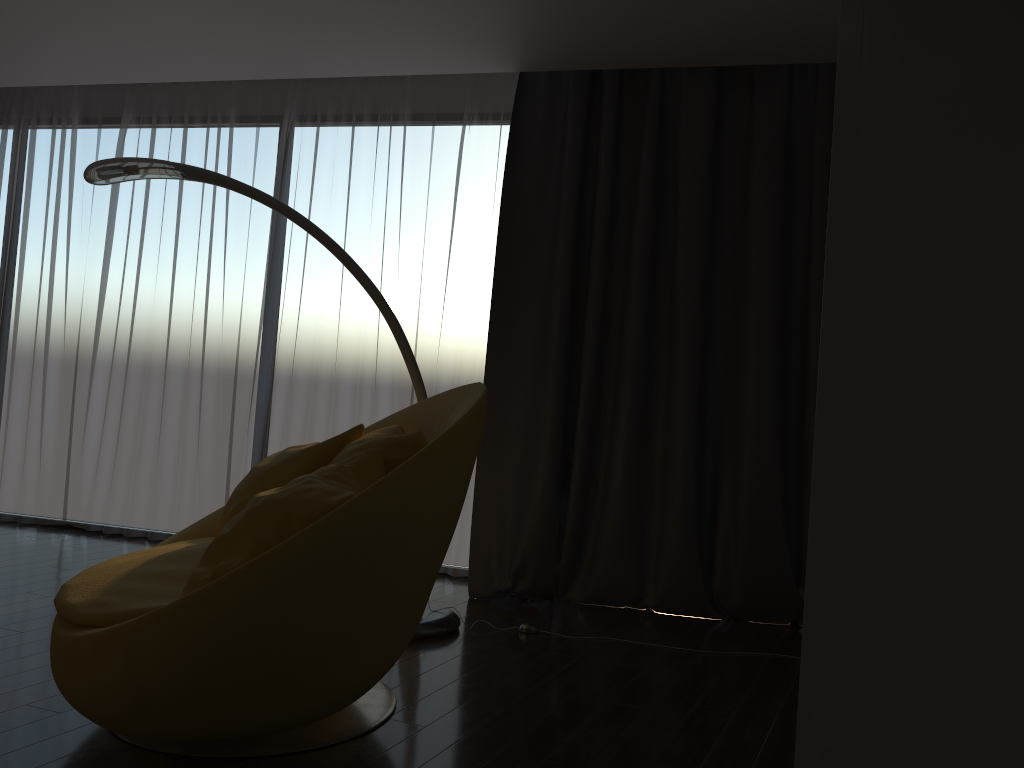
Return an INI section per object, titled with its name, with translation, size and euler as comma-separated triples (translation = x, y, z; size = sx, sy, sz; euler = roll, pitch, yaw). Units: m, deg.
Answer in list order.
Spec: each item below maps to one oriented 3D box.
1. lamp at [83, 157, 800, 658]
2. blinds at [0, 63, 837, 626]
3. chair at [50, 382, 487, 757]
[lamp]
translation = 0.469, 0.164, 3.575
size = 4.246, 1.780, 0.579
euler = 4, -2, -1
[blinds]
translation = -1.574, -0.505, 4.828
size = 7.321, 2.896, 0.764
euler = 4, -2, 12
[chair]
translation = -0.684, 0.453, 2.631
size = 1.162, 1.006, 1.483
euler = 4, -1, -10
